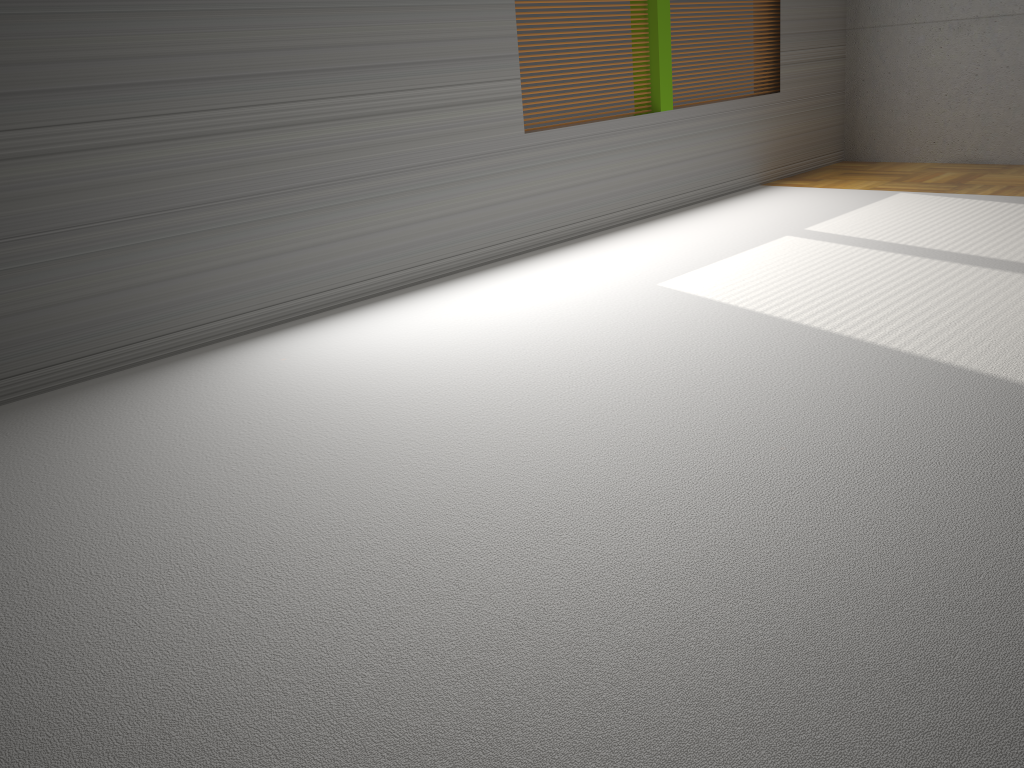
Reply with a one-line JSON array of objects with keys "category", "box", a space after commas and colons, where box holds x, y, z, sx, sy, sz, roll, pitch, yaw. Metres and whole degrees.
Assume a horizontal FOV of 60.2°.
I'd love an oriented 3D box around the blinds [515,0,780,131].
[{"category": "blinds", "box": [0.849, -2.643, 5.558, 0.012, 2.002, 3.581, 11, 25, 44]}]
